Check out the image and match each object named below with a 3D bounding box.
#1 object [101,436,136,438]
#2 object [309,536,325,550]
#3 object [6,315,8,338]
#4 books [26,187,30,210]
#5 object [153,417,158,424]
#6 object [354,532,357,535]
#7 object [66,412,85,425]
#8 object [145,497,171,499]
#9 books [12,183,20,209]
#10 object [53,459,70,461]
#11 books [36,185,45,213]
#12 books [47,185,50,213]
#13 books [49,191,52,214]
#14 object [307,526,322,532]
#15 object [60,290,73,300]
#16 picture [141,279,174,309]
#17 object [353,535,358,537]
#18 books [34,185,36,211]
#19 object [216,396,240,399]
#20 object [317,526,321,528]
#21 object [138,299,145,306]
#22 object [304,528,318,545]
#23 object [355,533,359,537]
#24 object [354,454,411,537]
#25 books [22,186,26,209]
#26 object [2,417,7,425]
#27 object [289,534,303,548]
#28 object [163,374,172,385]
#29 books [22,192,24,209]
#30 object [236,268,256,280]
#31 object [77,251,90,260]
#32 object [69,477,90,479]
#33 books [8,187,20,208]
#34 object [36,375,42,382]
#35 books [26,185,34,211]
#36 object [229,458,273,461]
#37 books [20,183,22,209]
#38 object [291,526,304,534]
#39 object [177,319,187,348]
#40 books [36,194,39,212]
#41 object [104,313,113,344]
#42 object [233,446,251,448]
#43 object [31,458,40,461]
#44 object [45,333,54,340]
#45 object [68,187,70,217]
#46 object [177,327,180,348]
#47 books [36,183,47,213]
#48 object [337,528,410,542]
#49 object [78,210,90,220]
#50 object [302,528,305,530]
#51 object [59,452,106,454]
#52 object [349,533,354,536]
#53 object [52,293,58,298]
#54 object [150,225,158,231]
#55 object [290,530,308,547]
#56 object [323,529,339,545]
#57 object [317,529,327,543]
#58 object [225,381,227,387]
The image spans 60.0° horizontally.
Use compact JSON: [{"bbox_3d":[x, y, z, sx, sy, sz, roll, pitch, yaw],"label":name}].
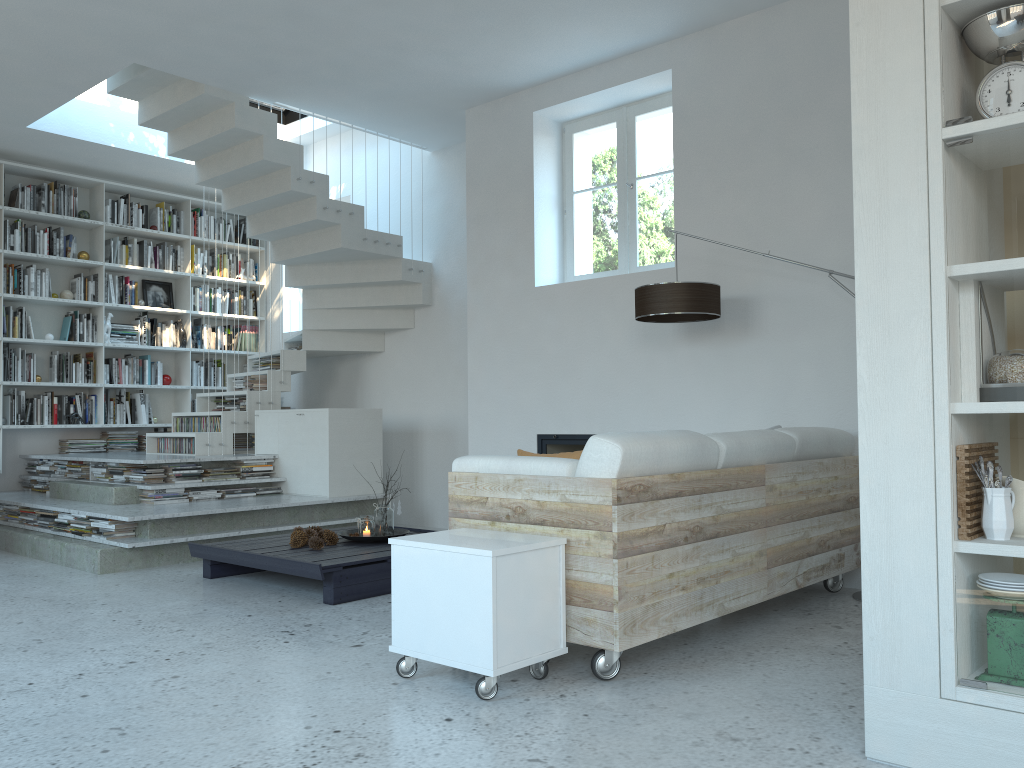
[{"bbox_3d":[-3.689,0.497,8.313,0.161,0.006,0.254,-3,-3,42],"label":"object"},{"bbox_3d":[-1.082,0.883,4.915,0.081,0.083,0.098,1,-3,-43],"label":"object"},{"bbox_3d":[-4.351,-0.483,7.598,0.140,0.208,0.013,-2,-2,42],"label":"object"},{"bbox_3d":[-4.257,-1.590,7.748,0.163,0.226,0.028,-2,-2,42],"label":"books"},{"bbox_3d":[-3.457,0.350,8.560,0.071,0.072,0.071,-1,-2,0],"label":"object"},{"bbox_3d":[-0.941,0.907,5.321,0.031,0.035,0.031,-2,-3,42],"label":"object"},{"bbox_3d":[-3.865,0.305,7.856,0.064,0.114,0.160,-2,-2,29],"label":"object"},{"bbox_3d":[-2.504,0.810,6.354,0.140,0.004,0.204,-3,-3,45],"label":"object"},{"bbox_3d":[-4.299,-1.601,7.687,0.173,0.244,0.009,-2,-2,42],"label":"books"},{"bbox_3d":[-3.655,0.625,7.348,0.285,0.007,0.159,-3,-3,39],"label":"object"},{"bbox_3d":[-4.167,-1.604,7.816,0.185,0.258,0.028,-2,-2,42],"label":"books"},{"bbox_3d":[-4.147,-1.615,7.884,0.159,0.285,0.007,-2,-2,42],"label":"books"},{"bbox_3d":[-4.125,-1.588,7.880,0.160,0.231,0.018,-2,-2,42],"label":"books"},{"bbox_3d":[-1.162,0.886,5.246,0.099,0.102,0.097,-1,-2,12],"label":"object"},{"bbox_3d":[-4.010,-0.791,7.984,0.111,0.113,0.111,-1,-2,19],"label":"object"},{"bbox_3d":[-3.467,-0.862,8.689,0.077,0.299,0.300,-2,-3,42],"label":"picture"},{"bbox_3d":[-0.917,0.902,5.206,0.035,0.035,0.030,0,-2,-25],"label":"object"},{"bbox_3d":[-4.222,-1.604,7.790,0.169,0.256,0.021,-2,-2,42],"label":"books"},{"bbox_3d":[-2.580,0.126,8.060,0.161,0.025,0.174,2,-3,-44],"label":"object"},{"bbox_3d":[-1.154,0.897,5.309,0.078,0.101,0.086,-1,-2,16],"label":"object"},{"bbox_3d":[-3.553,-0.766,8.457,0.091,0.092,0.091,-1,-2,0],"label":"object"},{"bbox_3d":[-1.170,0.882,5.128,0.094,0.108,0.108,-1,-2,9],"label":"object"},{"bbox_3d":[-0.910,0.898,5.238,0.038,0.043,0.039,-1,-2,12],"label":"object"},{"bbox_3d":[-0.755,0.655,5.238,0.309,0.521,0.436,0,-2,-18],"label":"object"},{"bbox_3d":[-4.267,-1.593,7.716,0.174,0.229,0.013,-2,-2,42],"label":"books"},{"bbox_3d":[-4.339,0.316,7.544,0.071,0.072,0.071,-1,-2,0],"label":"object"},{"bbox_3d":[-1.217,0.891,5.002,0.082,0.085,0.082,1,-2,-34],"label":"object"},{"bbox_3d":[-3.375,-0.035,8.634,0.115,0.116,0.115,-1,-2,19],"label":"object"},{"bbox_3d":[-4.284,-1.570,7.715,0.160,0.183,0.009,-2,-2,42],"label":"books"},{"bbox_3d":[-2.768,-1.132,9.208,0.203,0.137,0.095,1,-2,-32],"label":"object"},{"bbox_3d":[-3.878,-1.152,8.025,0.100,0.101,0.100,-1,-2,19],"label":"object"},{"bbox_3d":[-3.435,0.755,7.158,0.266,0.010,0.145,-2,-3,38],"label":"object"},{"bbox_3d":[-4.312,-1.582,7.662,0.183,0.206,0.046,-2,-2,42],"label":"books"},{"bbox_3d":[-4.160,-0.042,7.768,0.071,0.072,0.071,-1,-2,0],"label":"object"},{"bbox_3d":[-4.237,-1.604,7.769,0.161,0.255,0.030,-2,-2,42],"label":"books"},{"bbox_3d":[-2.065,0.589,7.016,0.177,0.030,0.284,-3,-3,42],"label":"object"},{"bbox_3d":[-4.298,-1.605,7.715,0.133,0.255,0.012,-2,-2,42],"label":"books"},{"bbox_3d":[-1.241,0.876,5.160,0.090,0.106,0.097,0,-2,-27],"label":"object"},{"bbox_3d":[-3.219,-0.488,8.653,0.087,0.288,0.075,0,-2,-13],"label":"object"},{"bbox_3d":[-4.217,-1.570,7.820,0.132,0.190,0.031,-2,-2,42],"label":"books"},{"bbox_3d":[-3.691,-0.507,8.093,0.087,0.288,0.075,0,-2,-13],"label":"object"},{"bbox_3d":[-2.917,0.654,9.184,0.368,0.007,0.206,1,-3,-38],"label":"object"},{"bbox_3d":[-4.089,0.658,7.755,0.290,0.024,0.131,-3,-3,44],"label":"object"},{"bbox_3d":[-4.080,-0.410,7.820,0.071,0.072,0.071,-1,-2,0],"label":"object"},{"bbox_3d":[-4.028,-1.617,8.014,0.129,0.297,0.006,-2,-2,42],"label":"object"},{"bbox_3d":[-3.321,-0.448,8.744,0.179,0.211,0.022,-2,-2,42],"label":"object"},{"bbox_3d":[-4.168,-1.620,7.852,0.167,0.292,0.024,-2,-2,42],"label":"books"},{"bbox_3d":[-0.823,0.901,5.280,0.429,0.038,0.429,0,-2,-8],"label":"object"},{"bbox_3d":[-3.878,-1.521,8.031,0.104,0.105,0.104,-1,-2,0],"label":"object"},{"bbox_3d":[-1.249,0.905,5.313,0.098,0.084,0.078,-2,-3,42],"label":"object"},{"bbox_3d":[-3.900,0.625,8.051,0.193,0.007,0.346,-2,-3,37],"label":"object"},{"bbox_3d":[-0.955,0.905,5.279,0.030,0.035,0.035,-2,-3,40],"label":"object"},{"bbox_3d":[-4.069,-0.773,7.882,0.068,0.068,0.068,-1,-2,19],"label":"object"},{"bbox_3d":[-3.442,-1.489,8.520,0.071,0.072,0.071,-1,-2,0],"label":"object"},{"bbox_3d":[-1.223,0.886,5.077,0.114,0.101,0.110,-2,-2,24],"label":"object"},{"bbox_3d":[-1.044,0.888,5.114,0.083,0.100,0.092,1,-3,-43],"label":"object"},{"bbox_3d":[-1.112,0.892,5.199,0.106,0.086,0.091,1,-3,-34],"label":"object"},{"bbox_3d":[-2.944,0.003,9.124,0.071,0.072,0.071,-1,-2,0],"label":"object"}]
